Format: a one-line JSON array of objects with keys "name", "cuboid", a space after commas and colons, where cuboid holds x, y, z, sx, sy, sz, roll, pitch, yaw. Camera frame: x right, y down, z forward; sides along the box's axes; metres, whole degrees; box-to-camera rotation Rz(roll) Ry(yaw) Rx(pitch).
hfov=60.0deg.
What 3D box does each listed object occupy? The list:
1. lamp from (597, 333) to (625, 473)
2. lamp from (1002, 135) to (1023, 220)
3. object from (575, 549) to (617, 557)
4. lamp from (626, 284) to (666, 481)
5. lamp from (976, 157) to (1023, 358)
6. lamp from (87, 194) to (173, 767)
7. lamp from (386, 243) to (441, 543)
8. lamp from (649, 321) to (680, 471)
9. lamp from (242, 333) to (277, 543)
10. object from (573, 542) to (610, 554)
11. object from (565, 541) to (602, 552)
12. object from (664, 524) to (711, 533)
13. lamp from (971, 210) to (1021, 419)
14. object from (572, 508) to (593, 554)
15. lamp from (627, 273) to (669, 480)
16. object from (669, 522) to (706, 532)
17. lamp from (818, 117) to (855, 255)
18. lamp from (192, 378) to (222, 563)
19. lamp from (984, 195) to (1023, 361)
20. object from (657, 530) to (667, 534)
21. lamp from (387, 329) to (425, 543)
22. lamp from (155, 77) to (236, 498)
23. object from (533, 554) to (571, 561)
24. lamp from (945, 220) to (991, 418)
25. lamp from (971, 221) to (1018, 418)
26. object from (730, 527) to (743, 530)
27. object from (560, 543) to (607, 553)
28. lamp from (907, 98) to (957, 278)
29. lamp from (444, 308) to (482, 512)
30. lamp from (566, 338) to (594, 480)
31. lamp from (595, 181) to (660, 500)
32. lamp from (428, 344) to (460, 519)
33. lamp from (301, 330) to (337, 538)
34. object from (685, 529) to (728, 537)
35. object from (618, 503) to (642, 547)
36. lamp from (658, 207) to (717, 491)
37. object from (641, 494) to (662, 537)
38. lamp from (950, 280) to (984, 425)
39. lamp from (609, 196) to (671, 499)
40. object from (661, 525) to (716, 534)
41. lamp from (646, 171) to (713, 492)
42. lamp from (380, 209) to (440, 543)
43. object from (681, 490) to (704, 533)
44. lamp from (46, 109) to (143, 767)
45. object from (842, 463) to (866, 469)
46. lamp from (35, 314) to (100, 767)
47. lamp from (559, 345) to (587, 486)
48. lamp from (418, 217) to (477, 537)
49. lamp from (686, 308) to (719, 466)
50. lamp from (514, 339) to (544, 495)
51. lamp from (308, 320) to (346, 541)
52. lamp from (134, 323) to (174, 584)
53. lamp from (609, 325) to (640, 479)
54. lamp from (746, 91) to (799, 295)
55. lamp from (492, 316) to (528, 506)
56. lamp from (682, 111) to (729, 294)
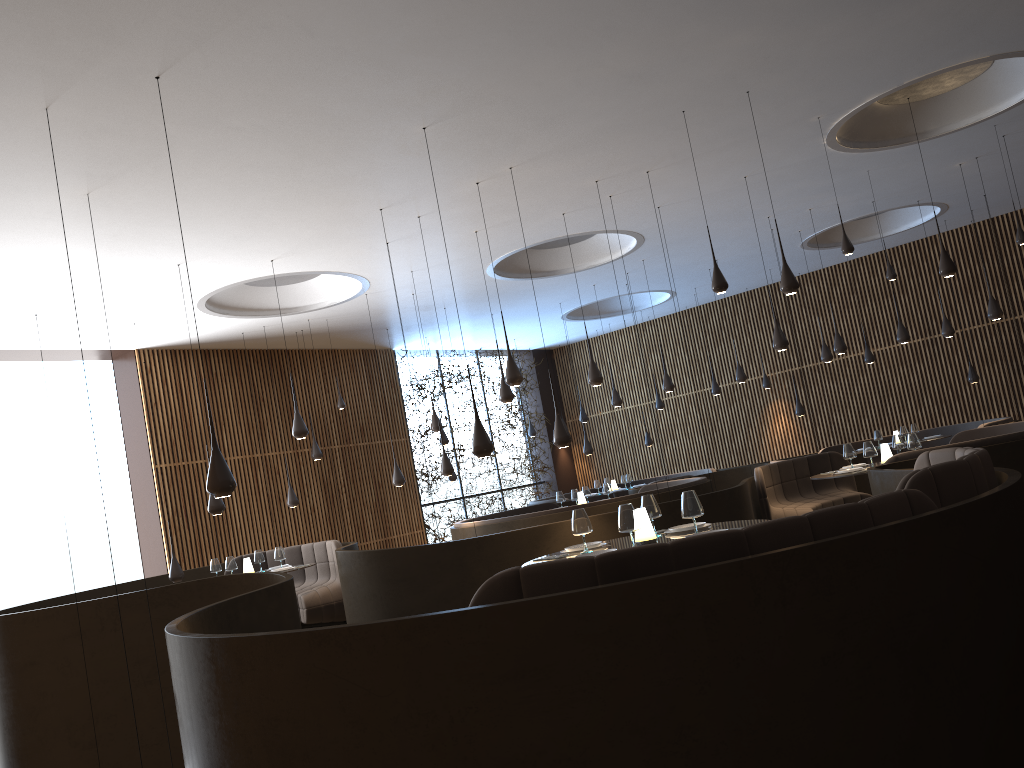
[{"name": "lamp", "cuboid": [2.595, 1.779, 20.919, 0.196, 6.263, 0.196, -13, -5, 24]}, {"name": "lamp", "cuboid": [6.881, -0.117, 11.117, 0.196, 6.263, 0.196, -10, -5, -6]}, {"name": "object", "cuboid": [0.519, 1.053, 5.452, 0.264, 0.029, 0.263, -14, -7, 30]}, {"name": "lamp", "cuboid": [2.690, 1.225, 16.136, 0.195, 6.263, 0.196, -9, -5, -16]}, {"name": "lamp", "cuboid": [6.952, -0.040, 11.913, 0.196, 6.263, 0.196, -10, -5, -6]}, {"name": "lamp", "cuboid": [-3.274, 1.084, 7.686, 0.195, 6.263, 0.196, -7, -6, -36]}, {"name": "lamp", "cuboid": [-0.983, 1.309, 10.806, 0.196, 6.263, 0.195, -15, -7, 44]}, {"name": "lamp", "cuboid": [3.754, 1.504, 20.386, 0.195, 6.263, 0.196, -7, -6, -36]}, {"name": "lamp", "cuboid": [-3.846, 2.232, 14.286, 0.195, 6.263, 0.196, -6, -7, -43]}, {"name": "object", "cuboid": [0.505, 1.152, 6.203, 0.205, 0.012, 0.410, -16, -9, 42]}, {"name": "object", "cuboid": [0.500, 1.141, 6.201, 0.263, 0.029, 0.263, -11, -6, 9]}, {"name": "object", "cuboid": [1.233, 1.016, 6.216, 0.333, 0.014, 0.331, -16, -8, 39]}, {"name": "lamp", "cuboid": [8.637, 0.025, 15.286, 0.195, 6.263, 0.196, -7, -6, -36]}, {"name": "object", "cuboid": [0.475, 0.991, 5.979, 0.142, 0.295, 0.142, -13, -6, 23]}, {"name": "lamp", "cuboid": [2.583, 1.138, 15.181, 0.195, 6.263, 0.196, -9, -5, -16]}, {"name": "object", "cuboid": [1.231, 1.007, 6.216, 0.264, 0.029, 0.263, -14, -7, 29]}, {"name": "lamp", "cuboid": [3.404, -2.099, 9.382, 0.133, 1.505, 0.133, -14, -6, 34]}, {"name": "lamp", "cuboid": [-4.488, 2.974, 13.787, 0.196, 6.263, 0.196, -12, -5, 14]}, {"name": "lamp", "cuboid": [6.732, 0.608, 11.294, 0.196, 6.263, 0.196, -10, -5, -6]}, {"name": "object", "cuboid": [1.056, 1.083, 6.453, 0.261, 0.017, 0.127, -5, -8, -41]}, {"name": "lamp", "cuboid": [-1.745, 2.056, 16.198, 0.196, 6.263, 0.196, -12, -5, 14]}, {"name": "lamp", "cuboid": [-2.205, -0.690, 6.060, 0.195, 2.955, 0.196, -7, -6, -36]}, {"name": "object", "cuboid": [0.270, 1.179, 6.008, 0.126, 0.017, 0.263, -5, -9, -43]}, {"name": "lamp", "cuboid": [8.382, 0.122, 15.730, 0.195, 6.263, 0.196, -7, -6, -36]}, {"name": "lamp", "cuboid": [9.105, 0.040, 16.199, 0.195, 6.263, 0.196, -8, -5, -26]}, {"name": "object", "cuboid": [1.410, 0.922, 5.605, 0.263, 0.017, 0.126, -16, -9, 42]}, {"name": "object", "cuboid": [0.502, 1.150, 6.200, 0.331, 0.014, 0.333, -5, -9, -43]}, {"name": "lamp", "cuboid": [3.383, -1.603, 7.199, 0.133, 1.505, 0.133, -13, -5, 24]}, {"name": "lamp", "cuboid": [-0.607, 1.741, 15.279, 0.196, 6.263, 0.196, -10, -5, -6]}, {"name": "lamp", "cuboid": [1.871, 1.927, 21.040, 0.195, 6.263, 0.196, -8, -5, -26]}, {"name": "lamp", "cuboid": [1.542, 0.741, 9.922, 0.196, 6.263, 0.196, -13, -5, 24]}, {"name": "lamp", "cuboid": [-1.203, 2.217, 18.532, 0.195, 6.263, 0.196, -8, -5, -26]}, {"name": "lamp", "cuboid": [-3.021, 2.148, 14.904, 0.195, 6.263, 0.196, -6, -7, -43]}, {"name": "object", "cuboid": [1.188, 0.923, 5.399, 0.263, 0.029, 0.264, -7, -7, -28]}, {"name": "object", "cuboid": [0.724, 0.884, 5.443, 0.141, 0.295, 0.142, -8, -6, -27]}, {"name": "lamp", "cuboid": [2.508, 0.733, 11.453, 0.195, 6.263, 0.196, -9, -5, -16]}, {"name": "object", "cuboid": [0.979, 0.926, 6.232, 0.142, 0.295, 0.142, -14, -6, 36]}, {"name": "lamp", "cuboid": [6.734, 0.955, 12.489, 0.196, 6.263, 0.196, -10, -5, -6]}, {"name": "lamp", "cuboid": [1.775, 0.772, 10.583, 0.195, 6.263, 0.196, -8, -5, -26]}, {"name": "object", "cuboid": [1.237, 1.017, 6.213, 0.204, 0.012, 0.412, -4, -9, -45]}, {"name": "lamp", "cuboid": [2.129, 0.632, 9.922, 0.196, 6.263, 0.196, -13, -5, 24]}, {"name": "lamp", "cuboid": [-0.875, 1.145, 9.515, 0.195, 6.263, 0.196, -9, -5, -16]}, {"name": "object", "cuboid": [1.150, 0.828, 5.641, 0.142, 0.295, 0.142, -11, -5, 8]}, {"name": "lamp", "cuboid": [-2.803, 0.817, 6.088, 0.195, 6.263, 0.196, -7, -6, -36]}, {"name": "object", "cuboid": [3.954, 0.952, 10.240, 0.263, 0.029, 0.264, -9, -6, -13]}, {"name": "lamp", "cuboid": [-4.136, 2.383, 8.503, 0.195, 6.263, 0.196, -7, -6, -36]}, {"name": "lamp", "cuboid": [1.782, 2.080, 22.251, 0.195, 6.263, 0.196, -8, -5, -26]}, {"name": "lamp", "cuboid": [-0.508, 1.132, 10.011, 0.196, 6.263, 0.195, -15, -7, 44]}, {"name": "lamp", "cuboid": [4.543, 1.309, 19.957, 0.195, 6.263, 0.196, -8, -5, -26]}, {"name": "lamp", "cuboid": [0.627, 2.044, 20.019, 0.195, 6.263, 0.196, -8, -5, -26]}, {"name": "lamp", "cuboid": [-2.750, 2.020, 14.214, 0.195, 6.263, 0.196, -8, -5, -23]}, {"name": "lamp", "cuboid": [-4.830, 2.205, 12.418, 0.196, 6.263, 0.196, -12, -5, 14]}, {"name": "lamp", "cuboid": [2.831, 1.672, 20.355, 0.195, 6.263, 0.196, -7, -6, -36]}, {"name": "lamp", "cuboid": [2.124, -1.585, 7.316, 0.153, 1.733, 0.153, -11, -5, 4]}, {"name": "lamp", "cuboid": [0.193, 1.746, 16.647, 0.196, 6.263, 0.196, -10, -5, -6]}, {"name": "lamp", "cuboid": [1.508, -1.448, 7.030, 0.132, 1.496, 0.132, -15, -7, 44]}]
